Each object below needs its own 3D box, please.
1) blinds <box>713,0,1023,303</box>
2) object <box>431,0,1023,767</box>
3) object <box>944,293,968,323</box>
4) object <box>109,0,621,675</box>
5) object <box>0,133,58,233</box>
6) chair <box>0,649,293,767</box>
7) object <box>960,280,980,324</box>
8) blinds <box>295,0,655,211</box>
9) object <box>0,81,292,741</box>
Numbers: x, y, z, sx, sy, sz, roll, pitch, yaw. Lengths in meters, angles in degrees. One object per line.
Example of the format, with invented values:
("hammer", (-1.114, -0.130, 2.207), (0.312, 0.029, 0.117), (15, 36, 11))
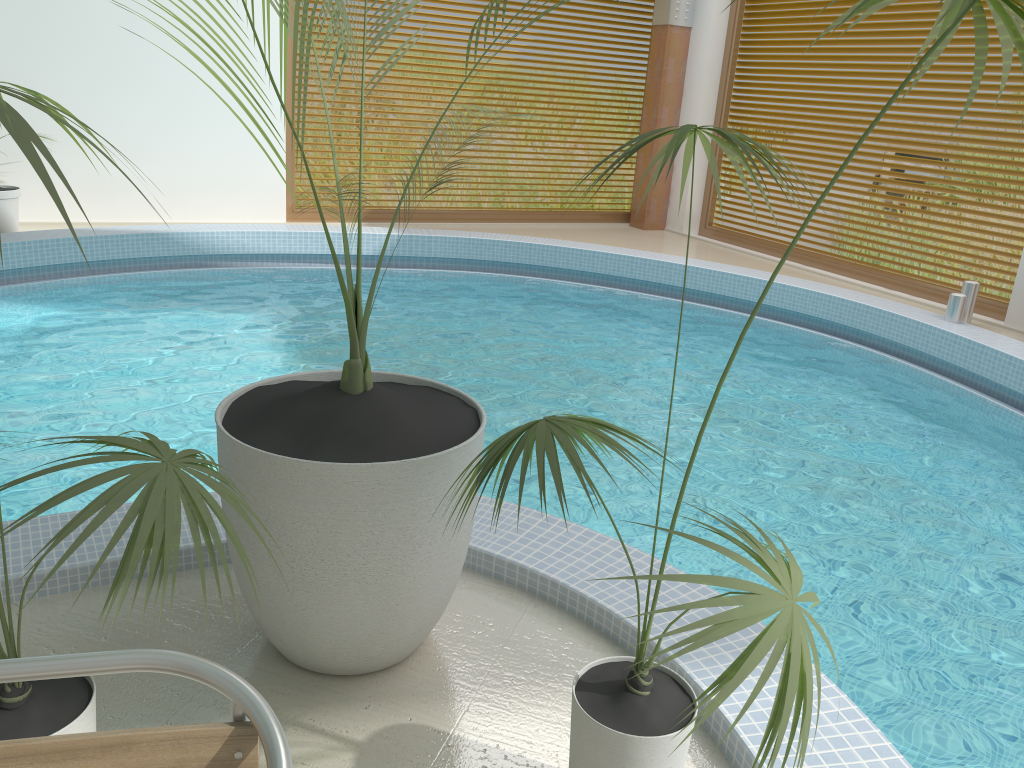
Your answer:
("blinds", (3.349, -2.493, 8.110), (0.095, 2.921, 4.200), (-5, 21, -26))
("object", (0.369, 0.122, 1.589), (0.791, 1.695, 1.059), (-11, 24, -38))
("object", (3.184, -0.550, 6.362), (0.115, 0.204, 0.115), (9, 19, 12))
("object", (-0.222, -0.670, 1.803), (2.979, 2.960, 2.729), (1, 19, -10))
("object", (-4.125, -1.811, 6.908), (1.067, 1.310, 0.822), (-1, 19, -15))
("chair", (-0.550, 0.767, 0.952), (0.618, 0.727, 0.563), (-1, 19, -15))
("object", (3.416, -0.608, 6.660), (0.115, 0.320, 0.115), (11, 20, 20))
("blinds", (-0.333, -3.801, 9.377), (4.500, 4.025, 0.099), (-5, 21, -26))
("object", (-0.908, 0.094, 1.369), (1.059, 1.695, 0.791), (7, 19, 7))
